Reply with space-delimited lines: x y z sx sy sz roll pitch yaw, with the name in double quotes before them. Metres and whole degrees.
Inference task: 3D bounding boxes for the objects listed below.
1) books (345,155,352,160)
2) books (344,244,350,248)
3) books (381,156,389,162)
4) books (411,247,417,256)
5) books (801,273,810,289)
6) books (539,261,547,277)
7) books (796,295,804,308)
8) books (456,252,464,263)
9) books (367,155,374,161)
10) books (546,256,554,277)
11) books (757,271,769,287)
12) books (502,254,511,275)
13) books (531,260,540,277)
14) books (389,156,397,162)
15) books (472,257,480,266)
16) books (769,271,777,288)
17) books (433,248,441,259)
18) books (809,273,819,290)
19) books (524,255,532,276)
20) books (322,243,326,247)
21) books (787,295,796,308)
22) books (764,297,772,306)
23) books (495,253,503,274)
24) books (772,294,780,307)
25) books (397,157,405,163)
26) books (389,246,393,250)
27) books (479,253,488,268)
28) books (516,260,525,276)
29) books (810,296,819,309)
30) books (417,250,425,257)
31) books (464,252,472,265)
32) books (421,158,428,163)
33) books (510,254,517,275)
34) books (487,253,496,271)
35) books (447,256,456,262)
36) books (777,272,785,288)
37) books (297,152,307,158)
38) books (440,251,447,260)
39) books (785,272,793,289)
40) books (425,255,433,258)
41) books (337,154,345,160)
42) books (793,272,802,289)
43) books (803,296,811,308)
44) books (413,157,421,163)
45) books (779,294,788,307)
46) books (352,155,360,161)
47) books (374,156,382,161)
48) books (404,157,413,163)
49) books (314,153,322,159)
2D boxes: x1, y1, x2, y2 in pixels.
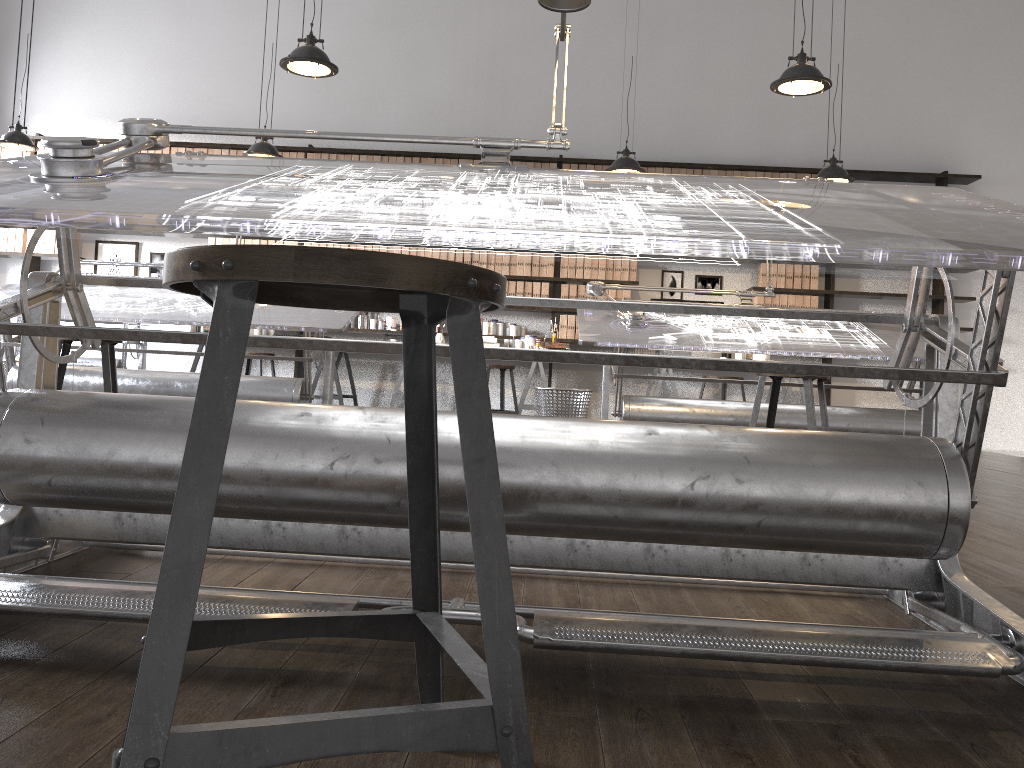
"books" -1.505 -1.994 8.210 0.067 0.226 0.174 3 -1 2
"books" -1.526 -1.164 8.168 0.067 0.226 0.174 3 -1 2
"books" -1.166 -1.977 8.197 0.067 0.226 0.174 3 -1 2
"books" -0.900 -1.131 8.147 0.067 0.226 0.174 3 -1 2
"books" 2.635 -0.953 8.006 0.067 0.226 0.174 3 -1 2
"books" 0.287 -1.069 8.101 0.067 0.226 0.174 3 -1 2
"books" 2.569 -0.681 7.989 0.067 0.226 0.174 3 -1 2
"books" -0.477 -1.109 8.131 0.067 0.226 0.174 3 -1 2
"books" -1.300 -1.984 8.201 0.067 0.226 0.174 3 -1 2
"books" 0.352 -1.066 8.092 0.067 0.226 0.174 3 -1 2
"books" 2.273 -0.972 8.020 0.067 0.226 0.174 3 -1 2
"books" -0.049 -1.087 8.108 0.067 0.226 0.174 3 -1 2
"books" 0.217 -1.073 8.102 0.067 0.226 0.174 3 -1 2
"books" -1.095 -1.973 8.194 0.067 0.226 0.174 3 -1 2
"books" -0.328 -1.101 8.125 0.067 0.226 0.174 3 -1 2
"books" 2.344 -0.968 8.018 0.067 0.226 0.174 3 -1 2
"books" -0.688 -1.120 8.133 0.067 0.226 0.174 3 -1 2
"books" 2.710 -0.949 8.001 0.067 0.226 0.174 3 -1 2
"books" 0.147 -1.077 8.101 0.067 0.226 0.174 3 -1 2
"books" -1.729 -1.174 8.175 0.067 0.226 0.174 3 -1 2
"books" 2.503 -0.684 7.992 0.067 0.226 0.174 3 -1 2
"books" 2.292 -0.695 8.006 0.067 0.226 0.174 3 -1 2
"books" -0.116 -1.090 8.116 0.067 0.226 0.174 3 -1 2
"books" 2.361 -0.692 8.005 0.067 0.226 0.174 3 -1 2
"books" -1.024 -1.969 8.187 0.067 0.226 0.174 3 -1 2
"books" -1.105 -1.142 8.155 0.067 0.226 0.174 3 -1 2
"books" -0.258 -1.098 8.118 0.067 0.226 0.174 3 -1 2
"books" 0.081 -1.080 8.106 0.067 0.226 0.174 3 -1 2
"books" 2.702 -0.674 7.989 0.067 0.226 0.174 3 -1 2
"books" -0.830 -1.128 8.146 0.067 0.226 0.174 3 -1 2
"books" -0.403 -1.105 8.123 0.067 0.226 0.174 3 -1 2
"books" -0.804 -1.958 8.183 0.067 0.226 0.174 3 -1 2
"books" 0.018 -1.083 8.110 0.067 0.226 0.174 3 -1 2
"books" -0.187 -1.094 8.119 0.067 0.226 0.174 3 -1 2
"books" -0.553 -1.113 8.132 0.067 0.226 0.174 3 -1 2
"books" 2.415 -0.965 8.011 0.067 0.226 0.174 3 -1 2
"books" -1.941 -2.017 8.222 0.067 0.226 0.174 3 -1 2
"books" -0.616 -1.116 8.130 0.067 0.226 0.174 3 -1 2
"books" 2.486 -0.961 8.012 0.067 0.226 0.174 3 -1 2
"books" -0.761 -1.124 8.139 0.067 0.226 0.174 3 -1 2
"books" -1.574 -1.998 8.215 0.067 0.226 0.174 3 -1 2
"books" 2.560 -0.957 8.004 0.067 0.226 0.174 3 -1 2
"books" 2.632 -0.678 7.991 0.067 0.226 0.174 3 -1 2
"books" -0.878 -1.962 8.181 0.067 0.226 0.174 3 -1 2
"books" 2.431 -0.688 7.998 0.067 0.226 0.174 3 -1 2
"books" -1.435 -1.991 8.203 0.067 0.226 0.174 3 -1 2
"books" -1.233 -1.980 8.194 0.067 0.226 0.174 3 -1 2
"books" -0.953 -1.966 8.189 0.067 0.226 0.174 3 -1 2
"books" -1.789 -2.009 8.216 0.067 0.226 0.174 3 -1 2
